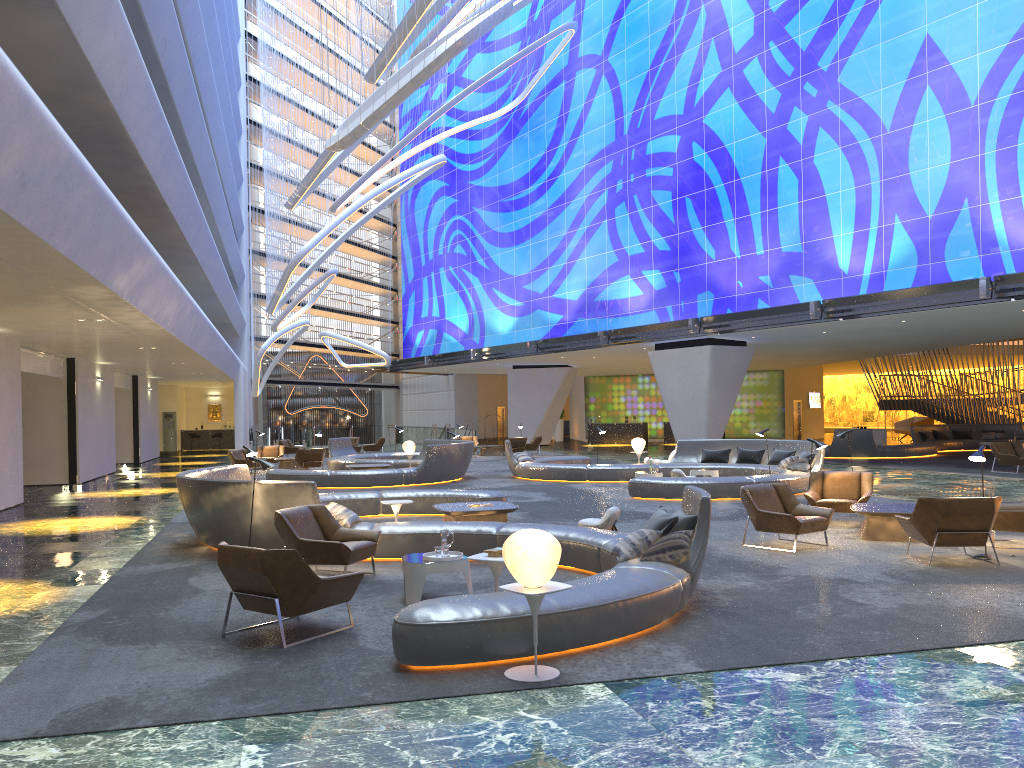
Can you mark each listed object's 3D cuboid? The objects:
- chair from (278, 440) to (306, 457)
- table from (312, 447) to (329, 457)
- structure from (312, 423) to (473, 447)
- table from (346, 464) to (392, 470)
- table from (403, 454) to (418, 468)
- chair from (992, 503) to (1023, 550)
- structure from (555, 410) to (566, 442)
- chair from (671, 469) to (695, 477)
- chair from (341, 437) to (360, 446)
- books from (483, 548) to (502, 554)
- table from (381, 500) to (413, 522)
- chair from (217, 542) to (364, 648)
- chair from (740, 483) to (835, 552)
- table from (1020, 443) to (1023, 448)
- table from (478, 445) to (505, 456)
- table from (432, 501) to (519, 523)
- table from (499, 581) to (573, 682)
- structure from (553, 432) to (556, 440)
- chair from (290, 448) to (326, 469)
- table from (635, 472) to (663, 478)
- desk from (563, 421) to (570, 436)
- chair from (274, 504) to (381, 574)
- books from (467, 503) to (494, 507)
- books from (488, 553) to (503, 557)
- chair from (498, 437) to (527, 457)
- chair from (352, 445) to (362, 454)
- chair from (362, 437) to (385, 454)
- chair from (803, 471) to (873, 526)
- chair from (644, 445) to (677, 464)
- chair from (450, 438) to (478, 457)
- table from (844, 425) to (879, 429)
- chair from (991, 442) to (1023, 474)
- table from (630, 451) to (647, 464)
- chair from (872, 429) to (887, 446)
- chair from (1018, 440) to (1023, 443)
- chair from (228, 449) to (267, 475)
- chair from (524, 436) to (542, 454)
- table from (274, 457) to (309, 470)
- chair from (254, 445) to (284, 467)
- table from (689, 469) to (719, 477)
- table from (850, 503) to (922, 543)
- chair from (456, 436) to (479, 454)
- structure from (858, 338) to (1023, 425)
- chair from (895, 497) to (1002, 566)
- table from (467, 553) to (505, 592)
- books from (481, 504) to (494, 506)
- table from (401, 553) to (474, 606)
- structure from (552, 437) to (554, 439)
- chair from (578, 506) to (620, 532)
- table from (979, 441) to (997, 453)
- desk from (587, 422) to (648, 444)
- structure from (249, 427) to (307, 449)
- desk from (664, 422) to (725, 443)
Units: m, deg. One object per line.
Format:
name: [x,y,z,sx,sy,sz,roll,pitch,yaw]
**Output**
chair: [-9.039,2.674,36.417,0.939,0.766,0.929,-1,-1,10]
table: [-7.700,2.851,37.067,1.203,0.392,1.203,-1,-2,4]
structure: [-9.023,6.841,59.832,9.303,8.399,19.742,-1,-1,-15]
table: [-3.849,2.377,23.774,1.203,0.392,1.204,-1,-2,-14]
table: [-2.875,2.288,25.101,0.418,0.595,0.428,-1,0,-15]
chair: [6.397,1.627,10.950,0.939,0.766,0.929,-2,-1,29]
structure: [2.727,2.281,50.959,1.022,2.051,0.773,-1,0,-36]
chair: [4.022,2.057,19.317,0.586,0.501,1.784,-2,-2,39]
chair: [-7.135,2.705,38.503,0.929,0.766,0.939,-1,-1,12]
books: [-0.124,1.354,7.210,0.133,0.022,0.189,-2,-2,36]
table: [-1.526,1.856,11.768,0.418,0.595,0.428,-1,0,-18]
chair: [-1.840,1.657,7.257,0.930,0.766,0.938,-2,-1,35]
chair: [3.470,1.689,11.310,0.929,0.766,0.939,0,-1,-36]
table: [16.910,2.206,29.913,0.671,0.406,0.674,0,-1,-27]
table: [-0.817,2.696,35.866,1.203,0.392,1.204,-1,-2,-14]
table: [-0.540,1.991,13.041,1.203,0.392,1.204,-1,-2,-14]
table: [0.153,1.658,5.969,0.418,0.595,0.428,-1,-1,-40]
structure: [2.673,2.348,53.097,0.772,2.051,1.022,-1,0,-44]
chair: [-6.132,2.329,26.779,0.929,0.766,0.939,0,-1,-31]
table: [2.884,2.118,19.144,0.671,0.406,0.673,-2,-2,38]
desk: [3.633,3.063,61.536,2.978,1.097,0.813,-2,-1,24]
chair: [-2.011,1.732,9.605,0.939,0.766,0.929,-1,-1,19]
books: [-0.464,1.778,13.100,0.395,0.039,0.301,-1,-2,-1]
books: [-0.119,1.380,7.212,0.128,0.030,0.182,-1,-2,7]
chair: [0.075,2.449,34.190,0.929,0.766,0.939,0,-1,-31]
chair: [-6.639,2.608,35.595,0.930,0.766,0.938,-2,-1,37]
chair: [-5.831,2.649,37.385,0.938,0.766,0.930,-1,-1,-13]
chair: [4.946,1.727,13.373,0.929,0.766,0.939,-1,-1,27]
chair: [4.093,1.994,23.512,1.157,0.882,0.729,-1,-1,5]
chair: [-1.879,2.489,34.391,0.939,0.766,0.929,-1,-1,19]
table: [17.739,2.486,44.949,1.242,0.727,2.306,-2,-2,33]
chair: [12.811,1.873,22.591,0.929,0.766,0.939,-1,-1,-16]
table: [3.462,2.151,24.203,0.418,0.595,0.428,-1,-1,-40]
chair: [13.460,2.119,32.859,0.729,0.882,1.157,-1,-1,30]
chair: [17.507,2.167,30.496,0.491,0.501,0.587,-1,-1,2]
chair: [-8.086,2.369,26.979,0.939,0.766,0.929,-1,-1,19]
chair: [0.722,2.486,35.782,0.938,0.766,0.930,-1,-1,-6]
table: [-7.025,2.576,28.454,1.203,0.392,1.204,-1,-2,-15]
chair: [-8.067,2.446,29.515,0.929,0.766,0.939,-1,-1,-8]
table: [4.257,2.114,19.786,0.673,0.406,0.671,-1,-1,5]
table: [5.187,1.858,11.907,1.203,0.392,1.203,-2,-2,21]
chair: [-1.859,2.566,36.927,0.929,0.766,0.939,-1,-1,-8]
structure: [24.050,-0.313,37.058,11.980,6.247,16.497,-1,-2,-15]
chair: [4.952,1.624,10.021,0.929,0.766,0.939,-1,-1,4]
table: [-0.135,1.692,7.204,0.428,0.595,0.418,-1,-1,29]
books: [-0.364,1.782,13.085,0.133,0.012,0.189,0,-2,-25]
table: [-0.730,1.854,8.470,0.671,0.406,0.674,-1,-1,-18]
structure: [2.574,2.408,55.027,1.022,2.051,0.772,-1,0,-3]
chair: [1.175,1.874,11.735,0.586,0.501,0.491,-1,-1,20]
table: [16.909,2.252,31.429,0.671,0.406,0.673,-2,-1,30]
desk: [5.438,2.544,45.620,2.978,1.097,0.813,-2,-1,24]
structure: [-15.140,6.851,57.793,3.016,8.238,19.838,-1,-1,-15]
desk: [9.297,2.464,45.190,2.978,1.097,0.813,-2,-1,22]
